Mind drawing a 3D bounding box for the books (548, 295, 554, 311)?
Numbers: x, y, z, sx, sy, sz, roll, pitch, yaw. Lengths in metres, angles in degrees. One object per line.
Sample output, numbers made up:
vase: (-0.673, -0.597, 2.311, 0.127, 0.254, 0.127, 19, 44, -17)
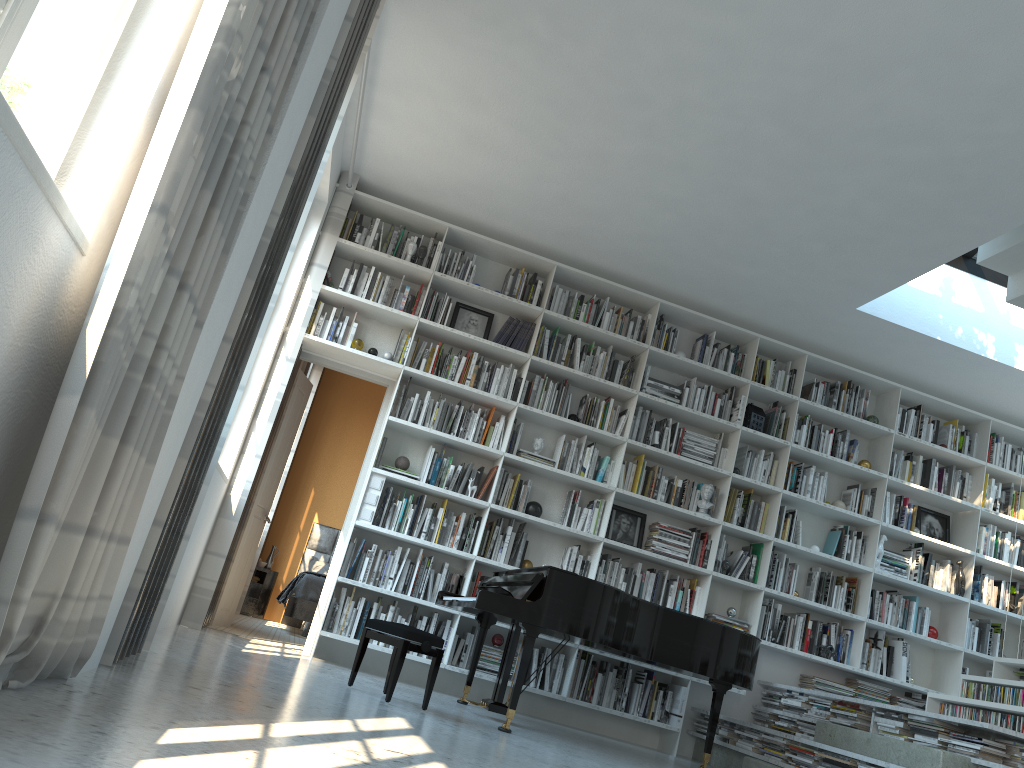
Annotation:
books: (0.263, -0.564, 6.681, 0.024, 0.182, 0.133, 18, -16, -9)

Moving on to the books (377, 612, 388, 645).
books: (-0.874, 1.632, 5.919, 0.014, 0.210, 0.146, 18, -16, -9)

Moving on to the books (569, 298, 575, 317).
books: (0.419, -0.529, 6.696, 0.015, 0.207, 0.167, 18, -16, -9)

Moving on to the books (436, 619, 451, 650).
books: (-0.473, 1.731, 5.992, 0.027, 0.275, 0.144, 18, -16, -9)

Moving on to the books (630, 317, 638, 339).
books: (0.899, -0.383, 6.788, 0.026, 0.236, 0.149, 18, -16, -9)

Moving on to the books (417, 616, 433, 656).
books: (-0.600, 1.697, 5.976, 0.040, 0.263, 0.137, 18, -16, -9)

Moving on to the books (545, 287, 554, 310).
books: (0.249, -0.600, 6.670, 0.029, 0.237, 0.156, 18, -16, -9)

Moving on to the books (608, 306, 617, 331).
books: (0.736, -0.452, 6.769, 0.014, 0.268, 0.156, 18, -16, -9)

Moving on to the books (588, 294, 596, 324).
books: (0.576, -0.522, 6.735, 0.010, 0.298, 0.151, 18, -16, -9)

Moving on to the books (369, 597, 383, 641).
books: (-0.919, 1.564, 5.896, 0.013, 0.299, 0.184, 18, -16, -9)

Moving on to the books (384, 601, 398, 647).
books: (-0.819, 1.601, 5.932, 0.014, 0.303, 0.140, 18, -16, -9)

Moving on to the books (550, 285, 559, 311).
books: (0.294, -0.599, 6.707, 0.021, 0.278, 0.141, 18, -16, -9)

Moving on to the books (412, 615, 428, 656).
books: (-0.627, 1.685, 5.948, 0.027, 0.255, 0.179, 18, -16, -9)

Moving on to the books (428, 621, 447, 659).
books: (-0.518, 1.725, 5.980, 0.065, 0.255, 0.156, 18, -16, -9)

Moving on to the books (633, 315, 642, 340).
books: (0.926, -0.384, 6.803, 0.030, 0.260, 0.152, 18, -16, -9)

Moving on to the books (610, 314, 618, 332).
books: (0.747, -0.418, 6.773, 0.029, 0.213, 0.142, 18, -16, -9)

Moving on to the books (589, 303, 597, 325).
books: (0.584, -0.485, 6.741, 0.029, 0.235, 0.130, 18, -16, -9)

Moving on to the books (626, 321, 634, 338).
books: (0.868, -0.370, 6.767, 0.031, 0.184, 0.177, 18, -16, -9)

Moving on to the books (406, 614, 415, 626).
books: (-0.704, 1.662, 5.919, 0.023, 0.243, 0.188, 18, -16, -9)

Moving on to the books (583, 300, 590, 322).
books: (0.533, -0.503, 6.725, 0.013, 0.234, 0.155, 18, -16, -9)

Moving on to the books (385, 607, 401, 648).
books: (-0.801, 1.621, 5.912, 0.025, 0.265, 0.160, 18, -16, -9)

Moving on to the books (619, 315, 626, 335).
books: (0.807, -0.404, 6.750, 0.013, 0.206, 0.178, 18, -16, -9)

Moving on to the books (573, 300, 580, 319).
books: (0.461, -0.513, 6.724, 0.012, 0.215, 0.150, 18, -16, -9)

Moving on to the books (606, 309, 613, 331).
books: (0.713, -0.443, 6.760, 0.026, 0.235, 0.134, 18, -16, -9)

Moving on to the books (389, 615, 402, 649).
books: (-0.785, 1.650, 5.909, 0.021, 0.217, 0.191, 18, -16, -9)

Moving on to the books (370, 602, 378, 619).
books: (-0.946, 1.582, 5.901, 0.027, 0.256, 0.160, 18, -16, -9)

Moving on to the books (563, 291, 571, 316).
books: (0.385, -0.562, 6.695, 0.012, 0.249, 0.174, 18, -16, -9)

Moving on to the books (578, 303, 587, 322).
books: (0.507, -0.494, 6.720, 0.030, 0.201, 0.152, 18, -16, -9)

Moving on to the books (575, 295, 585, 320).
books: (0.487, -0.531, 6.733, 0.028, 0.267, 0.152, 18, -16, -9)

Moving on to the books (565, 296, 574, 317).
books: (0.402, -0.539, 6.680, 0.029, 0.207, 0.179, 18, -16, -9)

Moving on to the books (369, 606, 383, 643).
books: (-0.914, 1.600, 5.911, 0.022, 0.245, 0.135, 18, -16, -9)

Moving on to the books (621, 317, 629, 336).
books: (0.825, -0.396, 6.749, 0.026, 0.199, 0.187, 18, -16, -9)

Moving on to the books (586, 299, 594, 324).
books: (0.560, -0.505, 6.725, 0.013, 0.251, 0.184, 18, -16, -9)

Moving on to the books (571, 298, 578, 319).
books: (0.444, -0.526, 6.731, 0.025, 0.234, 0.130, 18, -16, -9)

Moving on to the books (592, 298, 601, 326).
books: (0.612, -0.500, 6.736, 0.013, 0.275, 0.165, 18, -16, -9)

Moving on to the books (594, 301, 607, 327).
books: (0.642, -0.489, 6.738, 0.052, 0.272, 0.173, 18, -16, -9)

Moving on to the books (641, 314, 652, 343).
books: (0.997, -0.380, 6.801, 0.026, 0.287, 0.176, 18, -16, -9)

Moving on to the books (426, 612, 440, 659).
books: (-0.543, 1.686, 5.958, 0.012, 0.303, 0.166, 18, -16, -9)

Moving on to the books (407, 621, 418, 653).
books: (-0.680, 1.693, 5.948, 0.024, 0.213, 0.137, 18, -16, -9)

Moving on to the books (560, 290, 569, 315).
books: (0.368, -0.567, 6.696, 0.023, 0.250, 0.171, 18, -16, -9)

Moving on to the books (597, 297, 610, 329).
books: (0.675, -0.496, 6.762, 0.014, 0.314, 0.166, 18, -16, -9)

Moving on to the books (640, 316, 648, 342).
books: (0.975, -0.375, 6.800, 0.014, 0.266, 0.172, 18, -16, -9)

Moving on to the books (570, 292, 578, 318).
books: (0.438, -0.551, 6.708, 0.010, 0.263, 0.161, 18, -16, -9)

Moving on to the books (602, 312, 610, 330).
books: (0.682, -0.433, 6.741, 0.031, 0.189, 0.182, 18, -16, -9)

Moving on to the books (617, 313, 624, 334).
books: (0.790, -0.417, 6.762, 0.021, 0.228, 0.161, 18, -16, -9)

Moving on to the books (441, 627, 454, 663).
books: (-0.448, 1.748, 5.949, 0.017, 0.232, 0.213, 18, -16, -9)

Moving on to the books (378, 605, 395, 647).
books: (-0.840, 1.608, 5.905, 0.031, 0.265, 0.187, 18, -16, -9)

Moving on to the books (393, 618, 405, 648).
books: (-0.764, 1.663, 5.911, 0.028, 0.205, 0.171, 18, -16, -9)

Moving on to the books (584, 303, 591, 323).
books: (0.544, -0.492, 6.717, 0.011, 0.215, 0.160, 18, -16, -9)

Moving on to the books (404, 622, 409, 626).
books: (-0.736, 1.679, 5.907, 0.031, 0.187, 0.190, 18, -16, -9)

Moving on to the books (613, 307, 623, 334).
books: (0.780, -0.442, 6.757, 0.014, 0.265, 0.192, 18, -16, -9)

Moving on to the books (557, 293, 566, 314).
books: (0.342, -0.560, 6.685, 0.023, 0.219, 0.181, 18, -16, -9)

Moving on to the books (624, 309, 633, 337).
books: (0.860, -0.422, 6.783, 0.013, 0.284, 0.160, 18, -16, -9)

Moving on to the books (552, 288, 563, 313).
books: (0.320, -0.584, 6.689, 0.031, 0.254, 0.146, 18, -16, -9)

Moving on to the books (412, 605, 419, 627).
books: (-0.686, 1.643, 5.960, 0.013, 0.309, 0.131, 18, -16, -9)

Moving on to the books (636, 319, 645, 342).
books: (0.952, -0.364, 6.783, 0.026, 0.224, 0.172, 18, -16, -9)

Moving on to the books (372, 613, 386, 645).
books: (-0.889, 1.623, 5.886, 0.030, 0.201, 0.168, 18, -16, -9)

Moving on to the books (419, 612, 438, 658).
books: (-0.560, 1.685, 5.957, 0.021, 0.295, 0.188, 18, -16, -9)

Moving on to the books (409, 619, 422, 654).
books: (-0.655, 1.693, 5.942, 0.022, 0.224, 0.141, 18, -16, -9)
